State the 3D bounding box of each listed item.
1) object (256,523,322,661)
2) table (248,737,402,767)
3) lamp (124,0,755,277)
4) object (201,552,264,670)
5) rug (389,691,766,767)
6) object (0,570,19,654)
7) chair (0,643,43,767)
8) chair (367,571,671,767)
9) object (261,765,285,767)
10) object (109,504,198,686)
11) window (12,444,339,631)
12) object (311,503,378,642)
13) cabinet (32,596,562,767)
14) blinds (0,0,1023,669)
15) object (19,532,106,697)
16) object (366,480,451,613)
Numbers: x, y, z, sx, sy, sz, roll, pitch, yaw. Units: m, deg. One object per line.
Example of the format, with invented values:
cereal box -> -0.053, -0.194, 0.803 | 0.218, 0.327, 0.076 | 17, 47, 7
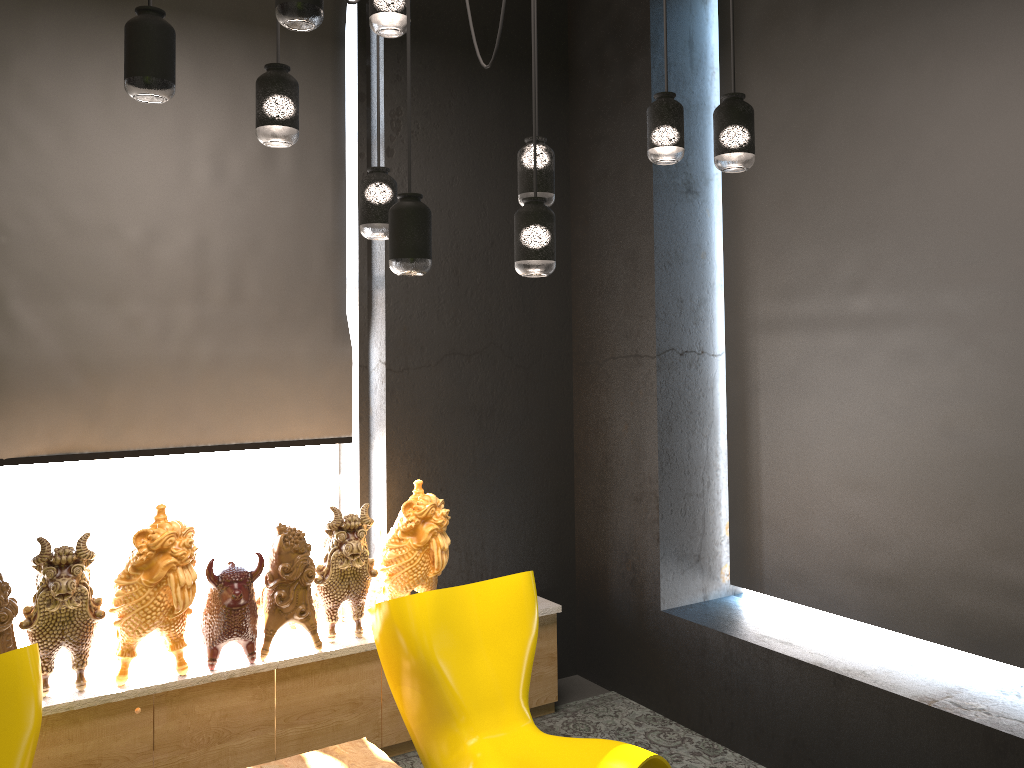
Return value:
object -> -0.956, 0.824, 3.711 | 0.249, 0.546, 0.474 | 0, -1, -24
table -> -0.601, 1.489, 2.769 | 0.694, 0.309, 0.828 | -1, 2, -32
lamp -> 0.324, -1.431, 1.742 | 2.843, 2.278, 2.674 | -1, 0, 12
object -> -1.139, 0.872, 3.539 | 0.219, 0.442, 0.462 | 0, 0, -27
rug -> -0.256, 1.636, 2.730 | 3.597, 0.010, 2.188 | -2, 2, -32
object -> -1.863, 0.853, 3.141 | 0.249, 0.546, 0.474 | 0, -1, -24
chair -> -1.407, 1.220, 2.290 | 1.068, 0.899, 0.657 | -1, -1, 28
chair -> -0.049, 1.177, 3.133 | 0.658, 0.898, 1.068 | 0, 0, -37
object -> -0.597, 1.268, 2.717 | 0.350, 0.136, 0.519 | -2, 2, -37
object -> -1.385, 0.777, 3.395 | 0.307, 0.656, 0.468 | 0, -1, -27
window -> -1.897, -0.517, 4.073 | 2.308, 3.175, 0.051 | 0, -2, -32
object -> -0.755, 0.792, 3.803 | 0.271, 0.581, 0.429 | 1, -1, -39
cabinet -> -1.023, 1.353, 3.641 | 2.730, 0.531, 0.404 | -2, 0, -32
blinds -> -3.712, -0.524, 2.042 | 12.713, 3.318, 3.519 | -1, 0, -12
object -> -1.662, 0.821, 3.234 | 0.271, 0.581, 0.429 | 1, -1, -39
object -> -0.478, 0.748, 3.965 | 0.307, 0.656, 0.468 | 0, -1, -27
